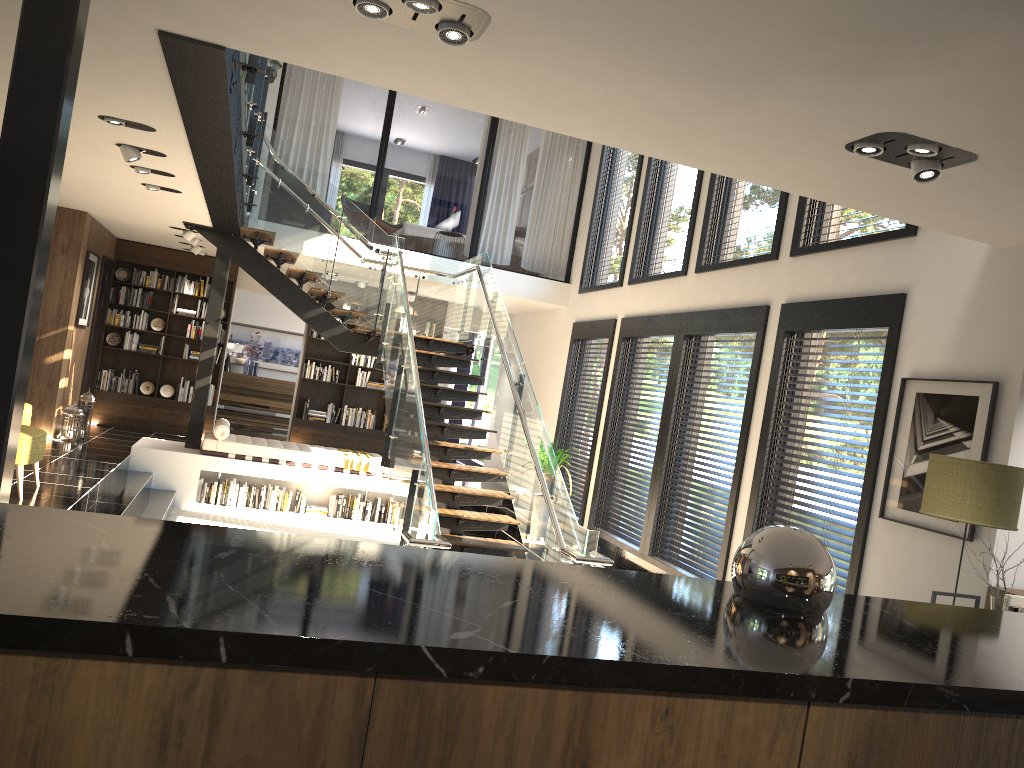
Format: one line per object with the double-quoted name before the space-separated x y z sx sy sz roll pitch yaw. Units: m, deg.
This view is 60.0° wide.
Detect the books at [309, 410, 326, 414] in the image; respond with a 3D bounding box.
"books" -3.020 0.430 13.752 0.257 0.024 0.167 10 -1 -17

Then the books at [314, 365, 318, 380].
"books" -3.036 -0.183 13.701 0.028 0.227 0.136 9 0 -17

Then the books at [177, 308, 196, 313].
"books" -4.823 -1.089 13.163 0.264 0.021 0.189 10 -1 -19

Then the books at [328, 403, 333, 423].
"books" -2.833 0.449 13.808 0.031 0.310 0.169 9 0 -17

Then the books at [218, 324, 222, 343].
"books" -4.352 -0.753 13.232 0.016 0.278 0.201 9 0 -17

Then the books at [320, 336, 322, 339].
"books" -2.940 -0.792 13.684 0.021 0.196 0.103 9 0 -17

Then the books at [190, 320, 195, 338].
"books" -4.726 -0.813 13.130 0.019 0.272 0.175 9 0 -17

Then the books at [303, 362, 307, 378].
"books" -3.190 -0.214 13.676 0.028 0.237 0.134 9 0 -17

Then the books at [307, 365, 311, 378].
"books" -3.130 -0.186 13.658 0.028 0.199 0.175 9 0 -17

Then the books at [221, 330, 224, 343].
"books" -4.327 -0.709 13.257 0.023 0.200 0.120 9 0 -17

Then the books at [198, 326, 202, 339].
"books" -4.620 -0.756 13.146 0.032 0.195 0.182 9 0 -17

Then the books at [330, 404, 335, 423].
"books" -2.800 0.459 13.814 0.036 0.302 0.186 9 0 -17

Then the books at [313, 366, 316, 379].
"books" -3.061 -0.178 13.695 0.022 0.207 0.130 9 0 -17

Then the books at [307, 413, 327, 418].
"books" -3.028 0.482 13.749 0.287 0.030 0.176 10 -1 -19

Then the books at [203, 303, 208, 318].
"books" -4.555 -1.090 13.221 0.047 0.238 0.225 9 0 -17

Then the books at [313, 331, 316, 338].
"books" -3.041 -0.826 13.667 0.030 0.230 0.103 9 0 -17

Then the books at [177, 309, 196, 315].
"books" -4.825 -1.063 13.155 0.266 0.030 0.209 10 -1 -16

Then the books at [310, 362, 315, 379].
"books" -3.077 -0.206 13.675 0.029 0.258 0.181 9 0 -17

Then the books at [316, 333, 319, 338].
"books" -2.989 -0.830 13.676 0.029 0.254 0.128 9 0 -17

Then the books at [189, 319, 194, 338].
"books" -4.751 -0.821 13.141 0.025 0.280 0.145 9 0 -17

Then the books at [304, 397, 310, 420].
"books" -3.162 0.379 13.674 0.028 0.340 0.203 9 0 -17

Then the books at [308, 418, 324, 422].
"books" -3.046 0.558 13.766 0.247 0.026 0.148 10 -1 -18

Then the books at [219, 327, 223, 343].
"books" -4.345 -0.735 13.258 0.018 0.246 0.144 9 0 -17

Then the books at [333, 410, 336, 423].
"books" -2.786 0.507 13.843 0.023 0.212 0.123 9 0 -17

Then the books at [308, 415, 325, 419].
"books" -3.037 0.509 13.762 0.271 0.025 0.156 10 -1 -16

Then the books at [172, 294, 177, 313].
"books" -4.976 -1.181 13.088 0.027 0.279 0.166 9 0 -17

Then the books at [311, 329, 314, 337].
"books" -3.072 -0.805 13.644 0.037 0.177 0.109 9 0 -17

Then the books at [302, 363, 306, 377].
"books" -3.216 -0.213 13.664 0.025 0.227 0.156 9 0 -17

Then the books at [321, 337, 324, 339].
"books" -2.911 -0.812 13.696 0.034 0.245 0.127 9 0 -17

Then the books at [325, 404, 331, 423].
"books" -2.859 0.458 13.782 0.031 0.284 0.177 9 0 -17

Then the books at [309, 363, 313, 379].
"books" -3.108 -0.205 13.685 0.023 0.245 0.159 9 0 -17

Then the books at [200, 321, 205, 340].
"books" -4.595 -0.795 13.174 0.020 0.281 0.153 9 0 -17

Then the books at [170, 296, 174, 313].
"books" -5.012 -1.169 13.105 0.028 0.242 0.194 9 0 -17

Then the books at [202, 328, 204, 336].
"books" -4.575 -0.761 13.170 0.027 0.219 0.139 9 0 -17

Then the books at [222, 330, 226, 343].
"books" -4.300 -0.703 13.249 0.026 0.196 0.169 9 0 -17

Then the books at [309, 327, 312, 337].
"books" -3.104 -0.828 13.643 0.031 0.212 0.127 9 0 -17

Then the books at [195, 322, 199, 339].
"books" -4.667 -0.793 13.138 0.021 0.253 0.167 9 0 -17

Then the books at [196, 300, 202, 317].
"books" -4.655 -1.120 13.187 0.023 0.264 0.218 9 0 -17

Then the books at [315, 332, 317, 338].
"books" -3.017 -0.811 13.669 0.021 0.207 0.102 9 0 -17

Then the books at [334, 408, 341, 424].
"books" -2.731 0.494 13.841 0.075 0.254 0.181 9 0 -17

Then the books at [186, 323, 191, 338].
"books" -4.787 -0.792 13.140 0.033 0.211 0.132 9 0 -17

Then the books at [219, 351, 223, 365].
"books" -4.362 -0.395 13.297 0.021 0.204 0.169 9 0 -17

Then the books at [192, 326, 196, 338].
"books" -4.713 -0.764 13.142 0.028 0.180 0.130 9 0 -17

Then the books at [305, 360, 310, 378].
"books" -3.151 -0.231 13.652 0.028 0.282 0.168 9 0 -17

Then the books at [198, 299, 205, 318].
"books" -4.614 -1.125 13.182 0.049 0.286 0.259 9 0 -17

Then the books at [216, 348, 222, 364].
"books" -4.382 -0.424 13.259 0.047 0.253 0.210 9 0 -17

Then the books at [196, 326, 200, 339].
"books" -4.655 -0.764 13.166 0.026 0.200 0.154 9 0 -17

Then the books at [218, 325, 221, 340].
"books" -4.373 -0.757 13.245 0.018 0.278 0.114 9 0 -17

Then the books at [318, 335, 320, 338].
"books" -2.965 -0.782 13.672 0.030 0.168 0.125 9 0 -17

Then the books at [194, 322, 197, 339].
"books" -4.685 -0.796 13.141 0.014 0.253 0.169 9 0 -17

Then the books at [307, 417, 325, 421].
"books" -3.037 0.534 13.750 0.258 0.024 0.167 10 -1 -16

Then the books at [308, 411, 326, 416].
"books" -3.028 0.454 13.762 0.271 0.025 0.156 10 -1 -16

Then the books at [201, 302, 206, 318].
"books" -4.584 -1.093 13.194 0.025 0.235 0.231 9 0 -17

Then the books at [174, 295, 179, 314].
"books" -4.957 -1.178 13.099 0.016 0.278 0.209 9 0 -17

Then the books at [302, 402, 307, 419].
"books" -3.206 0.407 13.709 0.025 0.270 0.156 9 0 -17

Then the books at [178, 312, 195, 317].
"books" -4.834 -1.033 13.167 0.239 0.033 0.176 10 -1 -20
